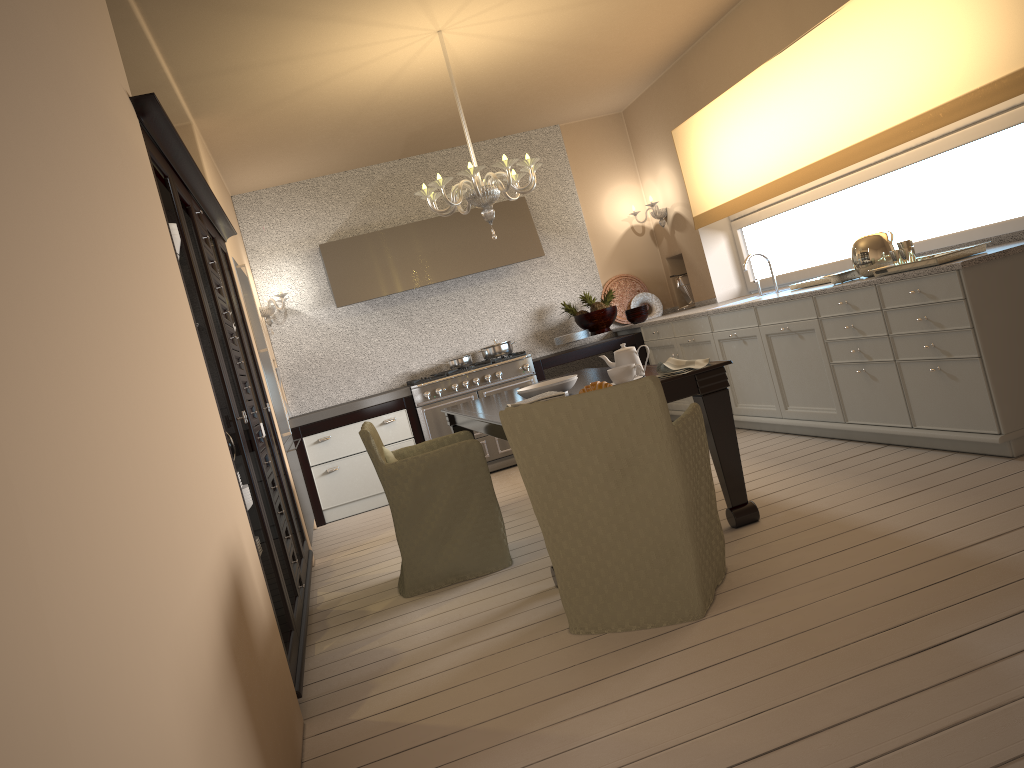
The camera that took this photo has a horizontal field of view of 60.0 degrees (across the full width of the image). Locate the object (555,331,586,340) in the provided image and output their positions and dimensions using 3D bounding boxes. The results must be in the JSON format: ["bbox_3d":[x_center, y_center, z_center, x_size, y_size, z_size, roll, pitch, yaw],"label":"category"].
[{"bbox_3d":[0.465,-0.376,6.915,0.279,0.011,0.277,-16,3,-24],"label":"object"}]

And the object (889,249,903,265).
[{"bbox_3d":[1.695,-0.543,3.879,0.063,0.090,0.063,-16,2,-39],"label":"object"}]

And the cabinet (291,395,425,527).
[{"bbox_3d":[-1.118,0.551,6.667,0.897,0.724,0.636,-16,2,-12],"label":"cabinet"}]

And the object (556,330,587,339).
[{"bbox_3d":[0.463,-0.381,6.915,0.279,0.011,0.277,-16,3,-24],"label":"object"}]

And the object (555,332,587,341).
[{"bbox_3d":[0.467,-0.368,6.915,0.279,0.011,0.277,-16,3,-24],"label":"object"}]

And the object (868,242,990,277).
[{"bbox_3d":[1.772,-0.526,3.783,0.275,0.034,0.446,-16,3,-12],"label":"object"}]

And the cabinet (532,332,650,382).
[{"bbox_3d":[0.609,0.065,7.061,0.897,0.724,0.599,-16,2,-12],"label":"cabinet"}]

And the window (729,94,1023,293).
[{"bbox_3d":[2.046,-1.357,5.129,0.047,1.352,3.564,-15,3,-11],"label":"window"}]

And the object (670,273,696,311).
[{"bbox_3d":[1.548,-0.804,7.410,0.391,0.306,0.382,-16,2,-12],"label":"object"}]

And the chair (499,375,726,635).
[{"bbox_3d":[0.382,0.373,2.951,0.561,0.800,0.564,-14,2,24],"label":"chair"}]

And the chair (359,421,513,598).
[{"bbox_3d":[-0.331,0.505,4.002,0.562,0.800,0.563,-15,2,-6],"label":"chair"}]

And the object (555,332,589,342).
[{"bbox_3d":[0.468,-0.363,6.917,0.279,0.011,0.277,-16,3,-24],"label":"object"}]

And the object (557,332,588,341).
[{"bbox_3d":[0.467,-0.366,6.915,0.279,0.011,0.277,-16,3,-24],"label":"object"}]

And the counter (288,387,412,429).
[{"bbox_3d":[-1.223,0.170,6.673,0.897,0.062,0.600,-16,3,-12],"label":"counter"}]

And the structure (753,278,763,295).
[{"bbox_3d":[1.671,-0.649,6.006,0.037,0.135,0.024,-15,1,-12],"label":"structure"}]

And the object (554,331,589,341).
[{"bbox_3d":[0.466,-0.371,6.915,0.279,0.011,0.277,-16,3,-24],"label":"object"}]

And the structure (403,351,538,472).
[{"bbox_3d":[-0.260,0.254,6.819,0.931,0.804,0.704,-16,2,-12],"label":"structure"}]

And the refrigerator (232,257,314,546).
[{"bbox_3d":[-1.794,0.188,5.594,0.742,1.733,1.102,-15,2,-12],"label":"refrigerator"}]

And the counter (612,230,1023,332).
[{"bbox_3d":[1.582,-0.559,5.520,0.653,0.068,4.235,-16,3,-11],"label":"counter"}]

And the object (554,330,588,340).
[{"bbox_3d":[0.464,-0.379,6.914,0.279,0.011,0.277,-16,3,-24],"label":"object"}]

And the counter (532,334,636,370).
[{"bbox_3d":[0.525,-0.246,7.056,0.766,0.079,0.600,-16,3,-12],"label":"counter"}]

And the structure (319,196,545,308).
[{"bbox_3d":[-0.635,-1.033,6.992,1.665,0.510,0.479,-16,2,-12],"label":"structure"}]

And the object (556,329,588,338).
[{"bbox_3d":[0.462,-0.387,6.915,0.279,0.011,0.277,-16,3,-24],"label":"object"}]

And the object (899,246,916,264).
[{"bbox_3d":[1.704,-0.542,3.806,0.063,0.090,0.063,-16,2,-39],"label":"object"}]

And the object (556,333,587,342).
[{"bbox_3d":[0.469,-0.360,6.916,0.279,0.011,0.277,-16,3,-24],"label":"object"}]

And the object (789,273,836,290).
[{"bbox_3d":[1.769,-0.589,4.968,0.241,0.030,0.428,-16,3,-12],"label":"object"}]

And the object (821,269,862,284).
[{"bbox_3d":[1.641,-0.530,4.352,0.197,0.048,0.153,-16,3,-12],"label":"object"}]

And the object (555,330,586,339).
[{"bbox_3d":[0.462,-0.384,6.915,0.279,0.011,0.277,-16,3,-24],"label":"object"}]

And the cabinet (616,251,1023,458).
[{"bbox_3d":[1.742,-0.178,5.543,0.848,0.770,4.218,-15,3,-11],"label":"cabinet"}]

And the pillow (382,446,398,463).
[{"bbox_3d":[-0.468,0.408,3.999,0.192,0.294,0.440,-15,2,-12],"label":"pillow"}]

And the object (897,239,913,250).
[{"bbox_3d":[1.696,-0.571,3.806,0.063,0.090,0.063,-16,2,-39],"label":"object"}]

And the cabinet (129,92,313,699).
[{"bbox_3d":[-1.475,0.159,3.712,0.890,1.838,2.487,-15,2,-12],"label":"cabinet"}]

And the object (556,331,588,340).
[{"bbox_3d":[0.466,-0.373,6.915,0.279,0.011,0.277,-16,3,-24],"label":"object"}]

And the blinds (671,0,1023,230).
[{"bbox_3d":[1.684,-1.564,5.083,0.022,0.781,3.546,-15,3,-11],"label":"blinds"}]

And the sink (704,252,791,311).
[{"bbox_3d":[1.510,-0.581,5.646,0.459,0.481,0.538,-15,2,-12],"label":"sink"}]

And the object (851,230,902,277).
[{"bbox_3d":[1.721,-0.612,4.168,0.235,0.195,0.236,-15,2,5],"label":"object"}]

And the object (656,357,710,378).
[{"bbox_3d":[0.667,-0.081,3.506,0.196,0.063,0.206,-13,4,41],"label":"object"}]
